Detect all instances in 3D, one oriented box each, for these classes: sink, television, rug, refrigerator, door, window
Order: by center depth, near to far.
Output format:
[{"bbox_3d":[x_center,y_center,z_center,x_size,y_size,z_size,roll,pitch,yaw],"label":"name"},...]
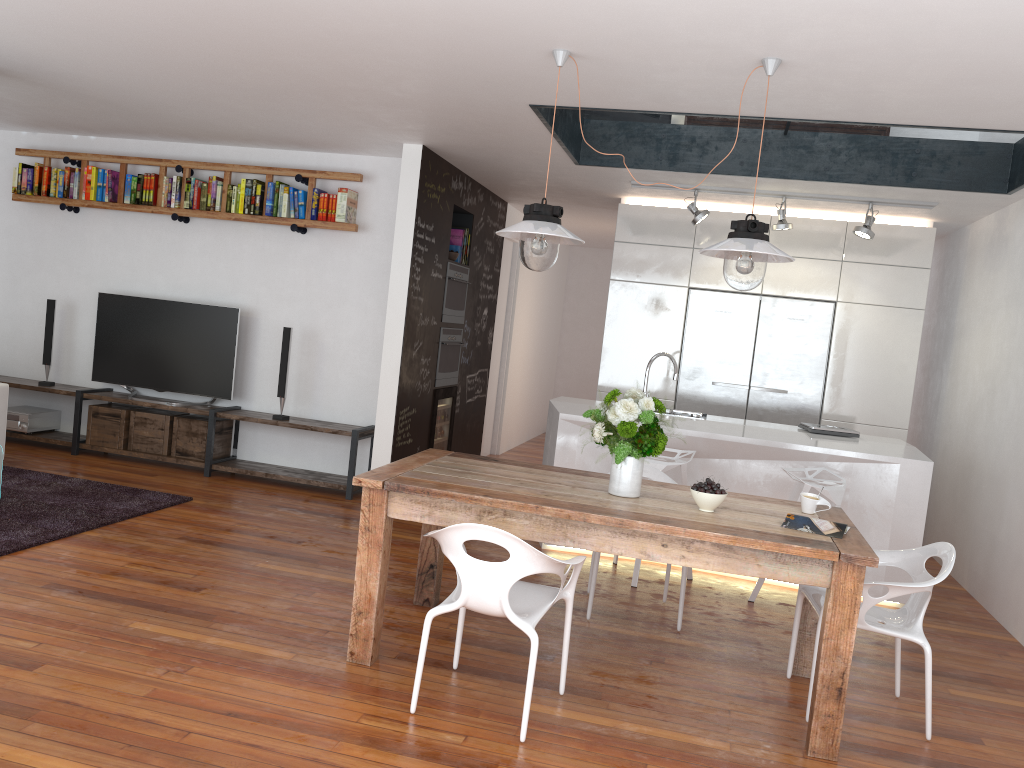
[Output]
[{"bbox_3d":[-3.374,0.705,4.478,1.895,0.019,3.193,7,4,13],"label":"rug"},{"bbox_3d":[1.609,-1.589,4.983,2.700,0.035,1.546,7,4,13],"label":"window"},{"bbox_3d":[1.073,0.077,5.967,0.492,0.570,0.459,7,4,13],"label":"sink"},{"bbox_3d":[-2.688,-0.257,6.878,1.230,0.786,0.298,7,4,13],"label":"television"},{"bbox_3d":[1.861,0.200,7.032,1.119,1.811,0.142,7,4,13],"label":"refrigerator"},{"bbox_3d":[-0.180,-0.357,8.858,0.120,2.236,0.823,7,4,13],"label":"door"}]

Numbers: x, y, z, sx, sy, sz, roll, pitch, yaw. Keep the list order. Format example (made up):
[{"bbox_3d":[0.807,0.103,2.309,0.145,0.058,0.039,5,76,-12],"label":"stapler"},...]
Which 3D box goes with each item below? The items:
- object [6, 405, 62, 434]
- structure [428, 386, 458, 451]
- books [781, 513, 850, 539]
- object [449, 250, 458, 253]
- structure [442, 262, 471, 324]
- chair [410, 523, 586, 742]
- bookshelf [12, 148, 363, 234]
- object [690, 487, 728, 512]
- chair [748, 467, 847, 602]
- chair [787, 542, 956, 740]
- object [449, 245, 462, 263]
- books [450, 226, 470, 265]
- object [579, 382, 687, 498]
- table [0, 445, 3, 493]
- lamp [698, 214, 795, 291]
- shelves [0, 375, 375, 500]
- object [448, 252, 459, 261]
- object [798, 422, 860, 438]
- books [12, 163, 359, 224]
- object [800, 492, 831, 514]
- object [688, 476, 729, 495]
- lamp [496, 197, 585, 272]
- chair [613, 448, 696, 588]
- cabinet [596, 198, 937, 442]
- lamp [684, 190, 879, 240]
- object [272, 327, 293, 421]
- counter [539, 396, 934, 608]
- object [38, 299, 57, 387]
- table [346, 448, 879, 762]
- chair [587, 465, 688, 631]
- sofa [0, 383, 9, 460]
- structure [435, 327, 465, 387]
[{"bbox_3d":[-3.929,0.291,7.168,0.350,0.170,0.400,7,4,12],"label":"object"},{"bbox_3d":[-0.542,0.412,7.146,0.081,0.763,0.582,7,4,13],"label":"structure"},{"bbox_3d":[1.165,0.531,3.390,0.218,0.035,0.267,8,4,27],"label":"books"},{"bbox_3d":[-0.473,-1.036,6.994,0.077,0.042,0.116,8,4,26],"label":"object"},{"bbox_3d":[-0.426,-0.714,7.072,0.052,0.462,0.585,7,4,13],"label":"structure"},{"bbox_3d":[-0.054,0.807,3.178,0.577,0.710,0.505,8,4,18],"label":"chair"},{"bbox_3d":[-2.557,-1.490,6.886,2.983,0.465,0.161,7,4,13],"label":"bookshelf"},{"bbox_3d":[0.769,0.458,3.485,0.146,0.079,0.146,8,4,21],"label":"object"},{"bbox_3d":[1.660,0.860,4.837,0.492,0.765,0.428,4,5,-32],"label":"chair"},{"bbox_3d":[1.429,0.947,3.523,0.505,0.710,0.577,7,4,8],"label":"chair"},{"bbox_3d":[-0.486,-1.047,7.142,0.136,0.136,0.110,7,4,6],"label":"object"},{"bbox_3d":[-0.483,-1.139,7.285,0.230,0.303,0.152,7,4,13],"label":"books"},{"bbox_3d":[0.472,0.213,3.649,0.432,0.476,0.371,4,5,-36],"label":"object"},{"bbox_3d":[-3.331,0.495,5.002,0.565,0.337,0.551,7,4,13],"label":"table"},{"bbox_3d":[0.924,-0.518,3.495,0.372,0.306,0.372,4,4,-26],"label":"lamp"},{"bbox_3d":[-2.762,0.362,6.916,3.473,0.506,0.414,7,4,13],"label":"shelves"},{"bbox_3d":[-0.486,-1.003,6.997,0.132,0.069,0.132,3,5,-44],"label":"object"},{"bbox_3d":[2.036,0.293,5.710,0.298,0.036,0.325,6,4,3],"label":"object"},{"bbox_3d":[-1.102,-2.181,6.767,5.671,1.974,0.733,6,4,2],"label":"books"},{"bbox_3d":[1.254,0.499,3.672,0.127,0.078,0.082,8,4,18],"label":"object"},{"bbox_3d":[0.775,0.408,3.481,0.159,0.095,0.141,6,4,-2],"label":"object"},{"bbox_3d":[0.119,-0.619,3.677,0.372,0.306,0.372,7,4,7],"label":"lamp"},{"bbox_3d":[0.802,0.747,5.104,0.492,0.765,0.428,8,4,23],"label":"chair"},{"bbox_3d":[2.001,-0.157,7.453,2.404,2.506,0.946,7,4,13],"label":"cabinet"},{"bbox_3d":[1.877,-1.195,6.265,1.324,0.254,0.154,7,4,13],"label":"lamp"},{"bbox_3d":[-1.683,-0.077,6.579,0.089,0.687,0.089,8,4,23],"label":"object"},{"bbox_3d":[1.305,0.694,5.684,2.289,0.903,0.956,7,4,13],"label":"counter"},{"bbox_3d":[-3.674,-0.328,7.049,0.089,0.687,0.089,6,4,-2],"label":"object"},{"bbox_3d":[0.377,0.812,3.671,1.910,0.735,0.969,7,4,13],"label":"table"},{"bbox_3d":[0.636,0.795,4.485,0.577,0.710,0.505,6,4,3],"label":"chair"},{"bbox_3d":[-4.257,0.177,4.659,0.987,0.842,3.086,7,4,13],"label":"sofa"},{"bbox_3d":[-0.481,-0.215,7.105,0.052,0.462,0.585,7,4,13],"label":"structure"}]
